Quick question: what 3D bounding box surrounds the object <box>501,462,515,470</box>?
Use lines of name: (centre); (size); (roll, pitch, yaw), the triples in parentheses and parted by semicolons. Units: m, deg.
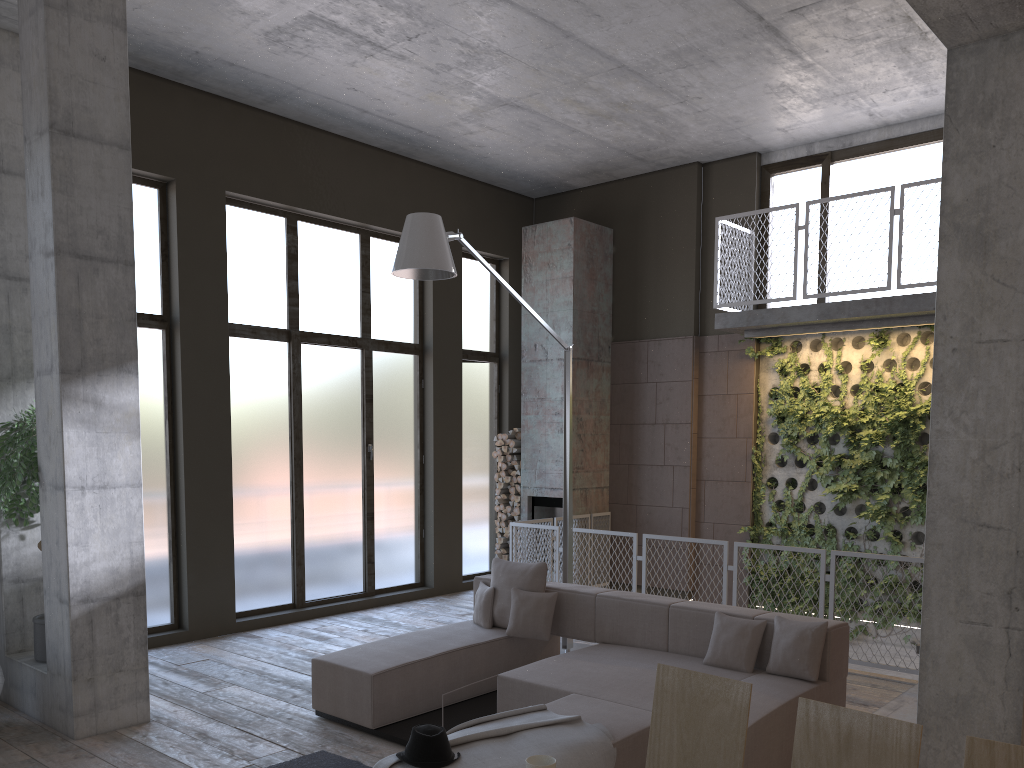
object: (-0.011, 1.067, 11.415); (0.098, 0.108, 0.293); (1, -1, 42)

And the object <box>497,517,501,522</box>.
object: (-0.097, 1.769, 11.497); (0.045, 0.073, 0.250); (2, -1, 40)

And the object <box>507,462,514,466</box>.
object: (0.076, 1.031, 11.411); (0.064, 0.075, 0.359); (1, -2, 39)

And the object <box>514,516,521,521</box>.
object: (0.183, 1.741, 11.390); (0.066, 0.085, 0.424); (2, -2, 39)

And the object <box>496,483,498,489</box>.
object: (-0.046, 1.331, 11.502); (0.067, 0.068, 0.422); (1, -2, 40)

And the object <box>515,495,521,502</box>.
object: (0.223, 1.477, 11.335); (0.093, 0.084, 0.479); (0, -2, 40)

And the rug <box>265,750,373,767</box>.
rug: (-1.686, 2.166, 3.938); (1.160, 0.049, 2.913); (-3, -5, 41)

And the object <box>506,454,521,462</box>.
object: (0.100, 0.959, 11.377); (0.090, 0.090, 0.454); (1, -2, 39)

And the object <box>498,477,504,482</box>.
object: (-0.017, 1.251, 11.525); (0.067, 0.067, 0.422); (1, -2, 40)

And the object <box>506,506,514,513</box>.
object: (0.097, 1.621, 11.435); (0.090, 0.090, 0.454); (1, -2, 39)

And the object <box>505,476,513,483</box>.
object: (0.100, 1.237, 11.421); (0.093, 0.084, 0.479); (0, -2, 40)

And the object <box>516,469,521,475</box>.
object: (0.212, 1.134, 11.322); (0.071, 0.073, 0.422); (1, -2, 40)

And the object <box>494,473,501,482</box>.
object: (-0.089, 1.224, 11.538); (0.063, 0.126, 0.363); (3, 0, 40)

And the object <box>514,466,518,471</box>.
object: (0.163, 1.095, 11.444); (0.103, 0.103, 0.291); (1, -2, 40)

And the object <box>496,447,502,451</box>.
object: (-0.052, 0.854, 11.483); (0.066, 0.087, 0.424); (2, -2, 39)

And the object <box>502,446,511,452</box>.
object: (0.061, 0.843, 11.383); (0.093, 0.084, 0.479); (0, -2, 40)

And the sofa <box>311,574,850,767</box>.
sofa: (0.034, 1.872, 5.448); (2.993, 0.790, 3.007); (-2, -4, 41)

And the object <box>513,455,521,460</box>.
object: (0.172, 0.948, 11.352); (0.067, 0.071, 0.422); (1, -2, 40)

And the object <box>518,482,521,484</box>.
object: (0.214, 1.228, 11.293); (0.100, 0.103, 0.292); (1, -1, 42)

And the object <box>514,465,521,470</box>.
object: (0.185, 1.079, 11.332); (0.066, 0.085, 0.424); (2, -2, 39)

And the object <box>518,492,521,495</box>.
object: (0.220, 1.395, 11.376); (0.101, 0.087, 0.362); (0, -2, 40)

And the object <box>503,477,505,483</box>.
object: (0.044, 1.250, 11.473); (0.067, 0.068, 0.422); (1, -2, 40)

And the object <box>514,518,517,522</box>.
object: (0.161, 1.757, 11.503); (0.103, 0.103, 0.291); (1, -2, 40)

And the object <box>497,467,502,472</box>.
object: (-0.094, 1.107, 11.438); (0.045, 0.073, 0.250); (2, -1, 40)

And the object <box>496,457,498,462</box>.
object: (-0.046, 0.985, 11.473); (0.067, 0.068, 0.422); (1, -2, 40)

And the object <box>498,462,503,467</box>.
object: (-0.053, 1.063, 11.509); (0.100, 0.103, 0.292); (1, -1, 42)

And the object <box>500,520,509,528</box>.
object: (0.018, 1.833, 11.553); (0.092, 0.094, 0.436); (1, -2, 40)

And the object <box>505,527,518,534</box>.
object: (0.098, 1.899, 11.479); (0.093, 0.084, 0.479); (0, -2, 40)

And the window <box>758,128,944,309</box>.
window: (4.181, -1.631, 8.799); (3.561, 1.762, 0.109); (-1, 3, 41)

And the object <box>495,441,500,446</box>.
object: (-0.054, 0.782, 11.494); (0.122, 0.069, 0.363); (-1, -3, 42)

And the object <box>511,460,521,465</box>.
object: (0.151, 1.014, 11.340); (0.121, 0.068, 0.363); (-1, -3, 42)

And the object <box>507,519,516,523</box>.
object: (0.094, 1.816, 11.520); (0.101, 0.087, 0.362); (0, -2, 40)

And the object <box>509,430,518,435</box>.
object: (0.093, 0.636, 11.350); (0.065, 0.073, 0.358); (1, -2, 39)

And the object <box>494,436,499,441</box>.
object: (-0.077, 0.711, 11.473); (0.067, 0.069, 0.422); (1, -2, 40)

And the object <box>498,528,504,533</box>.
object: (-0.019, 1.913, 11.583); (0.067, 0.067, 0.422); (1, -2, 40)

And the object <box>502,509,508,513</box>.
object: (0.011, 1.654, 11.486); (0.089, 0.057, 0.332); (-1, -3, 40)

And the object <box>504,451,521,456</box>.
object: (0.076, 0.897, 11.389); (0.114, 0.080, 0.434); (0, -3, 40)

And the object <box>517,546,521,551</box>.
object: (0.209, 2.110, 11.408); (0.071, 0.073, 0.422); (1, -2, 40)

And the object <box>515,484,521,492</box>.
object: (0.191, 1.343, 11.306); (0.088, 0.109, 0.364); (2, -1, 40)

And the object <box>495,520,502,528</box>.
object: (-0.078, 1.840, 11.580); (0.088, 0.109, 0.364); (2, -1, 40)

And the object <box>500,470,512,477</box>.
object: (0.021, 1.172, 11.495); (0.092, 0.094, 0.436); (1, -2, 40)

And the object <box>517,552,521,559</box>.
object: (0.235, 2.205, 11.406); (0.091, 0.093, 0.436); (1, -2, 40)

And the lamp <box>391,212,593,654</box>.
lamp: (0.059, 0.653, 6.936); (0.754, 3.452, 2.616); (3, 3, 29)

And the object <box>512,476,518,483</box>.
object: (0.176, 1.234, 11.380); (0.090, 0.090, 0.454); (1, -2, 40)

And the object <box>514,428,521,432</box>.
object: (0.156, 0.597, 11.326); (0.087, 0.056, 0.332); (-1, -3, 40)

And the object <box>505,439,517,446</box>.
object: (0.067, 0.753, 11.325); (0.103, 0.084, 0.362); (0, -2, 40)

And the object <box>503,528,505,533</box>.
object: (0.042, 1.912, 11.531); (0.067, 0.068, 0.422); (1, -2, 40)

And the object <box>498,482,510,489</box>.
object: (0.010, 1.318, 11.450); (0.093, 0.084, 0.479); (0, -2, 40)

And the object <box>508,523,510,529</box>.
object: (0.135, 1.830, 11.416); (0.090, 0.090, 0.454); (1, -2, 42)

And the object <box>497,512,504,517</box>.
object: (-0.055, 1.725, 11.567); (0.100, 0.103, 0.292); (1, -1, 42)

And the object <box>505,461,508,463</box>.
object: (0.014, 0.992, 11.428); (0.089, 0.057, 0.332); (-1, -3, 40)

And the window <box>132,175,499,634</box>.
window: (-3.159, 0.251, 8.205); (0.208, 4.198, 9.190); (4, 1, 40)

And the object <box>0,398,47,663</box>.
object: (-3.272, 1.022, 6.154); (1.000, 1.880, 0.960); (1, 3, 7)

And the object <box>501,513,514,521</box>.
object: (-0.013, 1.729, 11.473); (0.098, 0.108, 0.293); (1, -1, 42)

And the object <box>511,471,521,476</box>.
object: (0.166, 1.162, 11.389); (0.114, 0.080, 0.434); (0, -3, 40)

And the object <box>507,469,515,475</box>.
object: (0.097, 1.154, 11.462); (0.101, 0.087, 0.362); (0, -2, 40)

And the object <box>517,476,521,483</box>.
object: (0.239, 1.223, 11.320); (0.091, 0.093, 0.436); (1, -2, 40)

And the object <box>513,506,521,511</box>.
object: (0.169, 1.610, 11.410); (0.067, 0.071, 0.422); (1, -2, 40)

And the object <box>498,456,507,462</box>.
object: (0.010, 0.972, 11.421); (0.093, 0.084, 0.479); (0, -2, 40)

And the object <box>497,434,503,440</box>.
object: (-0.010, 0.695, 11.452); (0.090, 0.091, 0.454); (1, -2, 39)
